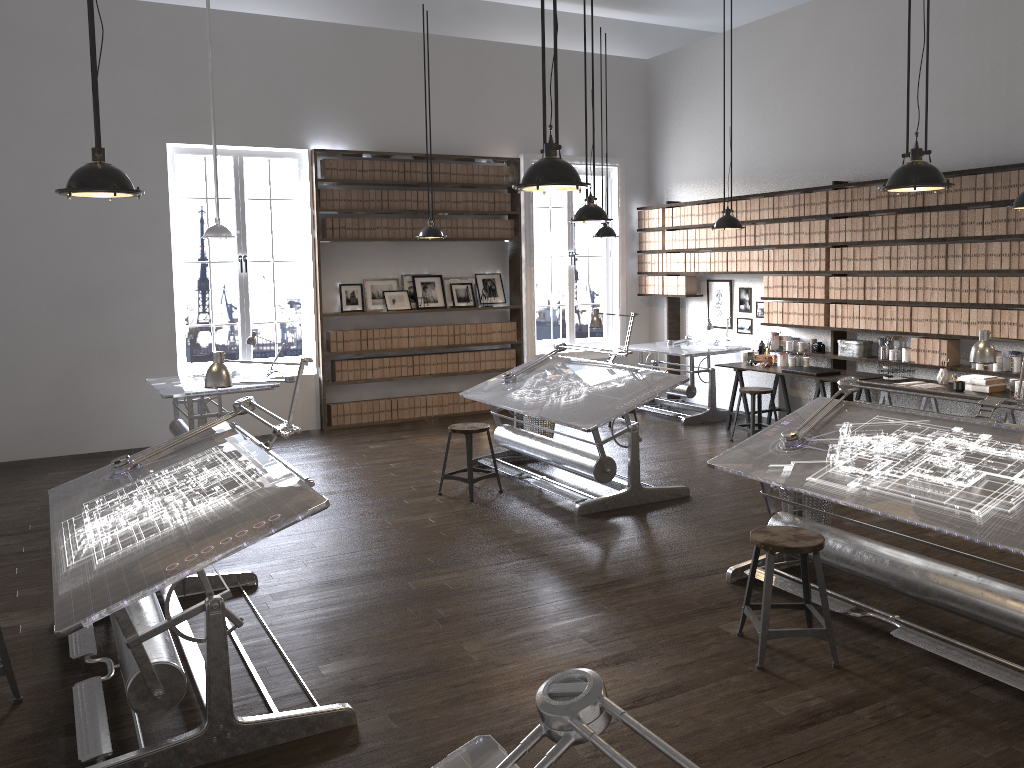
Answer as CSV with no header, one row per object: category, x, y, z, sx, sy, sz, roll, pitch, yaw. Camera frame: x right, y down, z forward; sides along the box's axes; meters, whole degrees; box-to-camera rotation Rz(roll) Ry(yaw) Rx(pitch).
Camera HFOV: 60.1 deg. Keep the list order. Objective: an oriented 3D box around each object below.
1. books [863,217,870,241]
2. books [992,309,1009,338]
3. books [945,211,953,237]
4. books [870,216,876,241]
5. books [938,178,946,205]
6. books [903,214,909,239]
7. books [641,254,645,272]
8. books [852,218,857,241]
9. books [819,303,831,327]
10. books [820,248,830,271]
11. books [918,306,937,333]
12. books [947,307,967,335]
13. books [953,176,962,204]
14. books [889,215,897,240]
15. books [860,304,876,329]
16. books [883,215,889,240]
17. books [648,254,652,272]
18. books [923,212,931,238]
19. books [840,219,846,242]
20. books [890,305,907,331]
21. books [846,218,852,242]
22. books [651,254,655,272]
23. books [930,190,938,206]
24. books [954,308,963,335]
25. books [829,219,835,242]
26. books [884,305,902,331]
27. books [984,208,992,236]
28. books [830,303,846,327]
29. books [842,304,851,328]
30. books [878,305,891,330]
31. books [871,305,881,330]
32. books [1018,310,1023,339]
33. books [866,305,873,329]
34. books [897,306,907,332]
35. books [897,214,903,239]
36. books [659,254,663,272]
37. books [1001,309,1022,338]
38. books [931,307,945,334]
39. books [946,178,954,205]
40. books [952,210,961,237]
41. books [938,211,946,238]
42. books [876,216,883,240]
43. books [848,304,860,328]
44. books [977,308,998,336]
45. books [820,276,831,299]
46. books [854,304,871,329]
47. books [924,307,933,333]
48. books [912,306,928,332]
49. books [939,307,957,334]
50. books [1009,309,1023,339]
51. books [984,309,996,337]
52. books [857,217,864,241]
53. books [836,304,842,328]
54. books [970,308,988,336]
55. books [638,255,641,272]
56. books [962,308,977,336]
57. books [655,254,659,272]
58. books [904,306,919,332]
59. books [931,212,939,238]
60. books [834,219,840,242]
books,3.354,-1.439,8.235,0.175,0.225,0.067,-4,6,-28
books,3.975,-0.492,7.166,0.175,0.225,0.067,-4,6,-28
books,3.750,-1.349,7.490,0.175,0.224,0.067,-4,6,-28
books,3.387,-1.431,8.173,0.174,0.225,0.067,-4,6,-28
books,3.710,-1.631,7.529,0.174,0.225,0.067,-4,6,-28
books,3.553,-1.393,7.858,0.175,0.224,0.067,-4,6,-28
books,1.738,-1.541,11.293,0.175,0.225,0.067,-4,6,-28
books,3.290,-1.453,8.353,0.175,0.224,0.067,-4,6,-28
books,3.124,-0.684,8.749,0.175,0.225,0.067,-4,6,-28
books,3.119,-1.228,8.707,0.175,0.225,0.067,-4,6,-28
books,3.650,-0.565,7.771,0.175,0.224,0.067,-4,6,-28
books,3.783,-0.536,7.528,0.174,0.225,0.067,-4,6,-28
books,3.777,-1.616,7.407,0.175,0.225,0.067,-4,6,-28
books,3.485,-1.408,7.979,0.175,0.225,0.067,-4,6,-28
books,3.355,-0.632,8.320,0.175,0.224,0.067,-4,6,-28
books,3.454,-1.416,8.048,0.175,0.225,0.067,-4,6,-28
books,1.801,-1.525,11.166,0.174,0.225,0.067,-4,6,-28
books,3.650,-1.371,7.674,0.174,0.225,0.067,-4,6,-28
books,3.223,-1.467,8.470,0.175,0.225,0.067,-4,6,-28
books,3.514,-0.595,8.021,0.174,0.225,0.067,-4,6,-28
books,3.259,-1.460,8.407,0.175,0.224,0.067,-4,6,-28
books,1.839,-1.518,11.105,0.175,0.225,0.067,-4,6,-28
books,3.673,-1.639,7.591,0.175,0.225,0.067,-4,6,-28
books,3.814,-0.528,7.465,0.175,0.225,0.067,-4,6,-28
books,3.162,-1.483,8.596,0.174,0.225,0.067,-4,6,-28
books,3.484,-0.603,8.086,0.174,0.225,0.067,-4,6,-28
books,3.913,-1.311,7.182,0.175,0.224,0.067,-4,6,-28
books,3.186,-0.669,8.631,0.175,0.225,0.067,-4,6,-28
books,3.259,-0.655,8.509,0.174,0.225,0.067,-4,6,-28
books,3.451,-0.611,8.148,0.175,0.225,0.067,-4,6,-28
books,3.414,-0.617,8.205,0.175,0.225,0.067,-4,6,-28
books,4.075,-0.469,6.979,0.175,0.225,0.067,-4,6,-28
books,3.386,-0.625,8.266,0.175,0.224,0.067,-4,6,-28
books,3.551,-0.588,7.961,0.175,0.225,0.067,-4,6,-28
books,3.524,-1.400,7.917,0.175,0.224,0.067,-4,6,-28
books,1.909,-1.502,10.974,0.175,0.224,0.067,-4,6,-28
books,4.008,-0.484,7.104,0.174,0.225,0.067,-4,6,-28
books,3.710,-0.550,7.649,0.175,0.225,0.067,-4,6,-28
books,3.746,-1.624,7.470,0.174,0.225,0.067,-4,6,-28
books,3.777,-1.341,7.429,0.175,0.225,0.067,-4,6,-28
books,3.719,-1.355,7.545,0.175,0.224,0.067,-4,6,-28
books,3.417,-1.423,8.108,0.174,0.225,0.067,-4,6,-28
books,3.290,-0.647,8.447,0.175,0.225,0.067,-4,6,-28
books,3.910,-0.506,7.284,0.175,0.224,0.067,-4,6,-28
books,3.120,-0.952,8.723,0.175,0.225,0.067,-4,6,-28
books,3.320,-0.639,8.383,0.175,0.225,0.067,-4,6,-28
books,3.676,-0.558,7.713,0.175,0.225,0.067,-4,6,-28
books,3.621,-0.572,7.830,0.175,0.224,0.067,-4,6,-28
books,3.747,-0.543,7.587,0.174,0.225,0.067,-4,6,-28
books,4.038,-0.477,7.040,0.174,0.225,0.067,-4,6,-28
books,3.938,-0.499,7.223,0.175,0.225,0.067,-4,6,-28
books,3.317,-1.446,8.292,0.175,0.225,0.067,-4,6,-28
books,3.223,-0.662,8.569,0.174,0.225,0.067,-4,6,-28
books,3.879,-0.513,7.339,0.175,0.224,0.067,-4,6,-28
books,1.701,-1.547,11.349,0.175,0.225,0.067,-4,6,-28
books,3.844,-0.520,7.402,0.175,0.225,0.067,-4,6,-28
books,1.869,-1.510,11.037,0.175,0.225,0.067,-4,6,-28
books,3.582,-0.580,7.892,0.175,0.225,0.067,-4,6,-28
books,3.683,-1.363,7.608,0.175,0.225,0.067,-4,6,-28
books,3.193,-1.475,8.534,0.175,0.225,0.067,-4,6,-28
